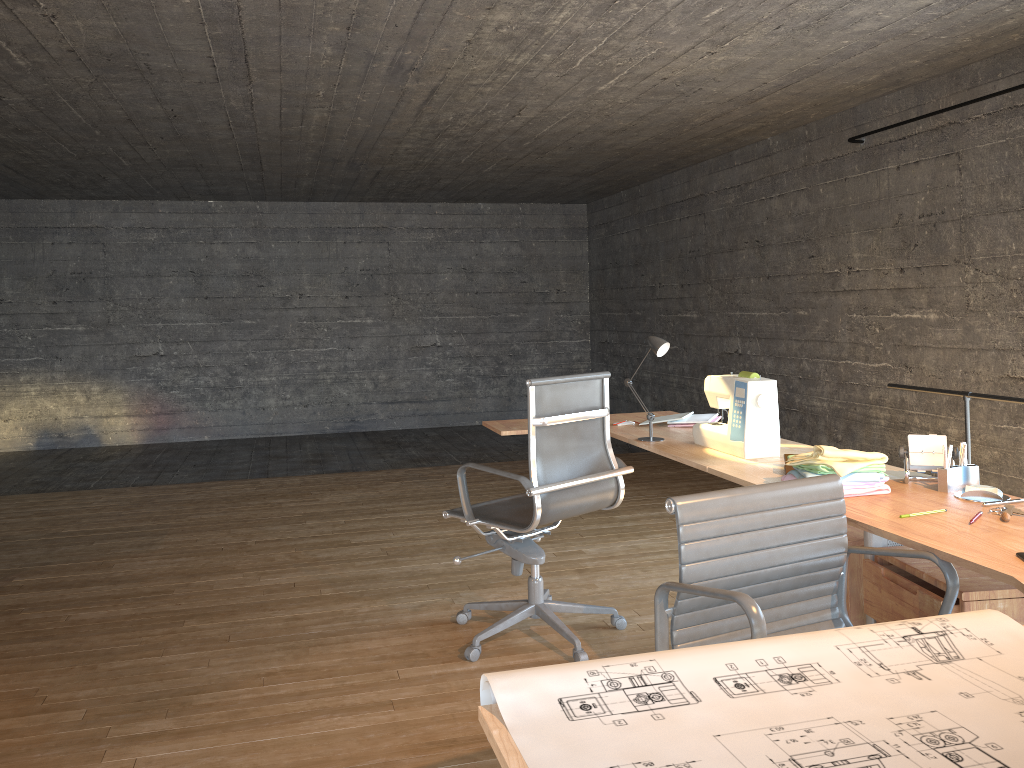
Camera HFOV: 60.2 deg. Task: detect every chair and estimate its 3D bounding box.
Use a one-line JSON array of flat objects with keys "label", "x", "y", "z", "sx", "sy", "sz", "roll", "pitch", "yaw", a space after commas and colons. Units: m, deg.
[{"label": "chair", "x": 0.693, "y": 0.668, "z": 1.774, "sx": 0.654, "sy": 0.859, "sz": 0.685, "roll": -2, "pitch": 2, "yaw": -28}, {"label": "chair", "x": 0.062, "y": 0.467, "z": 3.400, "sx": 0.684, "sy": 1.015, "sz": 0.654, "roll": 0, "pitch": 1, "yaw": 45}]

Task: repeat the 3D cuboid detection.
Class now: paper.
[{"label": "paper", "x": 0.438, "y": 0.438, "z": 1.089, "sx": 0.852, "sy": 0.113, "sz": 0.583, "roll": -3, "pitch": 5, "yaw": -14}]

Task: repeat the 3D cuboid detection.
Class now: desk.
[{"label": "desk", "x": 0.478, "y": 0.671, "z": 2.527, "sx": 1.636, "sy": 0.738, "sz": 3.517, "roll": -2, "pitch": 5, "yaw": -13}]

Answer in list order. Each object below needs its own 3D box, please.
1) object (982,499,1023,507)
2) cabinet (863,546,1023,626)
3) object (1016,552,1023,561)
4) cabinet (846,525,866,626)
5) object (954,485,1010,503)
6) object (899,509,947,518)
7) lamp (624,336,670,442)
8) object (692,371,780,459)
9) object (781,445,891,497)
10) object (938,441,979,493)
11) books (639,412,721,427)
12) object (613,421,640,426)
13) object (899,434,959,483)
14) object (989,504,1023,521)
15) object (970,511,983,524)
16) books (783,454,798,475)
[{"label": "object", "x": 1.263, "y": 0.300, "z": 2.249, "sx": 0.158, "sy": 0.011, "sz": 0.011, "roll": -3, "pitch": 2, "yaw": -18}, {"label": "cabinet", "x": 1.233, "y": 0.756, "z": 2.285, "sx": 0.472, "sy": 0.572, "sz": 0.426, "roll": -2, "pitch": 1, "yaw": -7}, {"label": "object", "x": 1.073, "y": 0.365, "z": 1.541, "sx": 0.187, "sy": 0.011, "sz": 0.492, "roll": 0, "pitch": 5, "yaw": 10}, {"label": "cabinet", "x": 1.123, "y": 0.715, "z": 2.792, "sx": 0.427, "sy": 0.572, "sz": 0.425, "roll": -2, "pitch": 1, "yaw": -17}, {"label": "object", "x": 1.239, "y": 0.286, "z": 2.329, "sx": 0.132, "sy": 0.026, "sz": 0.132, "roll": -3, "pitch": 5, "yaw": -14}, {"label": "object", "x": 1.006, "y": 0.316, "z": 2.156, "sx": 0.147, "sy": 0.007, "sz": 0.008, "roll": -3, "pitch": 3, "yaw": -22}, {"label": "lamp", "x": 0.533, "y": 0.015, "z": 3.476, "sx": 0.105, "sy": 0.409, "sz": 0.207, "roll": -1, "pitch": 0, "yaw": -28}, {"label": "object", "x": 0.799, "y": 0.096, "z": 3.180, "sx": 0.137, "sy": 0.284, "sz": 0.403, "roll": -1, "pitch": 3, "yaw": -14}, {"label": "object", "x": 0.904, "y": 0.230, "z": 2.478, "sx": 0.255, "sy": 0.130, "sz": 0.253, "roll": -2, "pitch": 4, "yaw": -12}, {"label": "object", "x": 1.229, "y": 0.227, "z": 2.434, "sx": 0.133, "sy": 0.129, "sz": 0.039, "roll": -2, "pitch": 0, "yaw": -19}, {"label": "books", "x": 0.756, "y": 0.153, "z": 3.938, "sx": 0.317, "sy": 0.044, "sz": 0.308, "roll": 0, "pitch": 5, "yaw": 20}, {"label": "object", "x": 0.501, "y": 0.173, "z": 3.956, "sx": 0.142, "sy": 0.013, "sz": 0.128, "roll": -2, "pitch": 5, "yaw": -11}, {"label": "object", "x": 1.197, "y": 0.216, "z": 2.539, "sx": 0.154, "sy": 0.135, "sz": 0.099, "roll": 0, "pitch": 1, "yaw": 20}, {"label": "object", "x": 1.202, "y": 0.307, "z": 2.115, "sx": 0.097, "sy": 0.024, "sz": 0.107, "roll": -1, "pitch": 5, "yaw": 0}, {"label": "object", "x": 1.101, "y": 0.318, "z": 2.098, "sx": 0.012, "sy": 0.009, "sz": 0.126, "roll": 1, "pitch": 5, "yaw": 38}, {"label": "books", "x": 0.987, "y": 0.244, "z": 2.735, "sx": 0.290, "sy": 0.054, "sz": 0.261, "roll": 1, "pitch": 5, "yaw": 26}]
